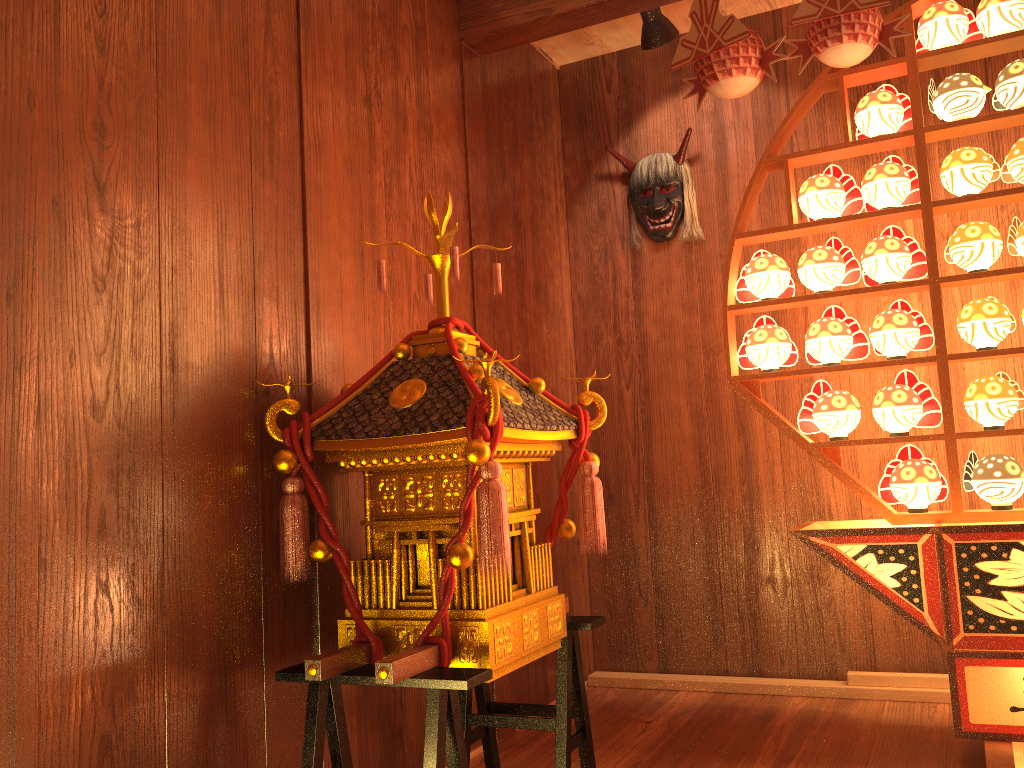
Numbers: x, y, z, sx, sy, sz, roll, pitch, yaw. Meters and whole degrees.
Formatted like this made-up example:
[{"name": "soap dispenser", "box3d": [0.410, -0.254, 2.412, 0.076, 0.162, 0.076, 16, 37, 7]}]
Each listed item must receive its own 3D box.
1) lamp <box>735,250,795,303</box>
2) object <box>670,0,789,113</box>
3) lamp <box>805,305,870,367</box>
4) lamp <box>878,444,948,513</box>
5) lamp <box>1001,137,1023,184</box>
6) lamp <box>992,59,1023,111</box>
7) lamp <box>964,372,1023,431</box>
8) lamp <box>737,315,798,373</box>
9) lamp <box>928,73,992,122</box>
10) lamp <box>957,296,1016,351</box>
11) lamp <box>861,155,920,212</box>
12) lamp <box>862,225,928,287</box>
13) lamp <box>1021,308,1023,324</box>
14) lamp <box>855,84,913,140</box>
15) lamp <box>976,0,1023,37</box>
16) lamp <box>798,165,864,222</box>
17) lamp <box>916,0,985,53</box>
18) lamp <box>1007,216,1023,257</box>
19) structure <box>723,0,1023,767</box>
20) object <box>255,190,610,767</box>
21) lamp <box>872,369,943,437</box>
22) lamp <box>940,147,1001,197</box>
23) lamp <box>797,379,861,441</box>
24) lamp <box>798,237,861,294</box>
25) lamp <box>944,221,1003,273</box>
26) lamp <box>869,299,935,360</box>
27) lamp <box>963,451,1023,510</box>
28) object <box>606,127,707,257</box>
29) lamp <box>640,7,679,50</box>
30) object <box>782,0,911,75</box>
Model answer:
[{"name": "lamp", "box3d": [0.794, -0.345, 2.745, 0.188, 0.187, 0.158, -4, -6, 5]}, {"name": "object", "box3d": [0.632, -0.991, 2.591, 0.246, 0.311, 0.353, 1, -7, -38]}, {"name": "lamp", "box3d": [0.949, -0.149, 2.658, 0.194, 0.200, 0.162, -7, -7, 35]}, {"name": "lamp", "box3d": [1.157, 0.270, 2.535, 0.191, 0.197, 0.160, -5, -6, 15]}, {"name": "lamp", "box3d": [1.460, -0.624, 2.462, 0.138, 0.161, 0.158, -4, -6, 6]}, {"name": "lamp", "box3d": [1.438, -0.842, 2.487, 0.137, 0.161, 0.160, -5, -6, 16]}, {"name": "lamp", "box3d": [1.334, 0.047, 2.471, 0.162, 0.167, 0.135, 1, -7, -34]}, {"name": "lamp", "box3d": [0.791, -0.129, 2.729, 0.187, 0.195, 0.159, -4, -6, 10]}, {"name": "lamp", "box3d": [1.305, -0.829, 2.560, 0.151, 0.167, 0.144, -8, -8, 40]}, {"name": "lamp", "box3d": [1.326, -0.173, 2.489, 0.162, 0.167, 0.134, 2, -8, -44]}, {"name": "lamp", "box3d": [1.105, -0.603, 2.622, 0.183, 0.195, 0.162, -8, -8, 40]}, {"name": "lamp", "box3d": [1.100, -0.385, 2.607, 0.193, 0.200, 0.162, -8, -8, 40]}, {"name": "lamp", "box3d": [1.472, -0.185, 2.431, 0.157, 0.161, 0.139, -3, -6, 0]}, {"name": "lamp", "box3d": [1.093, -0.824, 2.643, 0.193, 0.200, 0.162, -8, -8, 40]}, {"name": "lamp", "box3d": [1.396, -1.066, 2.528, 0.162, 0.179, 0.164, 1, -7, -34]}, {"name": "lamp", "box3d": [0.940, -0.587, 2.699, 0.162, 0.200, 0.193, 1, -8, -39]}, {"name": "lamp", "box3d": [1.257, -1.062, 2.586, 0.194, 0.200, 0.162, -7, -7, 35]}, {"name": "lamp", "box3d": [1.478, -0.406, 2.442, 0.144, 0.161, 0.152, 1, -7, -34]}, {"name": "structure", "box3d": [1.552, -0.126, 2.384, 1.910, 2.194, 0.503, -6, -6, 24]}, {"name": "object", "box3d": [-0.142, 0.288, 2.076, 0.591, 1.514, 0.830, -6, -6, 26]}, {"name": "lamp", "box3d": [1.112, 0.054, 2.567, 0.162, 0.200, 0.193, 1, -8, -39]}, {"name": "lamp", "box3d": [1.299, -0.610, 2.537, 0.162, 0.167, 0.135, 1, -7, -34]}, {"name": "lamp", "box3d": [0.973, 0.073, 2.638, 0.189, 0.193, 0.154, -2, -6, -15]}, {"name": "lamp", "box3d": [0.933, -0.362, 2.685, 0.162, 0.191, 0.175, 1, -7, -34]}, {"name": "lamp", "box3d": [1.317, -0.392, 2.505, 0.138, 0.167, 0.158, -4, -6, 6]}, {"name": "lamp", "box3d": [1.114, -0.162, 2.584, 0.176, 0.192, 0.162, -8, -8, 40]}, {"name": "lamp", "box3d": [1.356, 0.264, 2.447, 0.144, 0.167, 0.152, 1, -7, -34]}, {"name": "object", "box3d": [0.571, -0.733, 3.466, 0.354, 0.453, 0.141, -6, -6, 24]}, {"name": "lamp", "box3d": [0.502, -1.231, 3.026, 0.134, 0.176, 0.177, -4, -6, 12]}, {"name": "object", "box3d": [0.922, -1.032, 2.468, 0.339, 0.306, 0.221, -6, -6, 25]}]
